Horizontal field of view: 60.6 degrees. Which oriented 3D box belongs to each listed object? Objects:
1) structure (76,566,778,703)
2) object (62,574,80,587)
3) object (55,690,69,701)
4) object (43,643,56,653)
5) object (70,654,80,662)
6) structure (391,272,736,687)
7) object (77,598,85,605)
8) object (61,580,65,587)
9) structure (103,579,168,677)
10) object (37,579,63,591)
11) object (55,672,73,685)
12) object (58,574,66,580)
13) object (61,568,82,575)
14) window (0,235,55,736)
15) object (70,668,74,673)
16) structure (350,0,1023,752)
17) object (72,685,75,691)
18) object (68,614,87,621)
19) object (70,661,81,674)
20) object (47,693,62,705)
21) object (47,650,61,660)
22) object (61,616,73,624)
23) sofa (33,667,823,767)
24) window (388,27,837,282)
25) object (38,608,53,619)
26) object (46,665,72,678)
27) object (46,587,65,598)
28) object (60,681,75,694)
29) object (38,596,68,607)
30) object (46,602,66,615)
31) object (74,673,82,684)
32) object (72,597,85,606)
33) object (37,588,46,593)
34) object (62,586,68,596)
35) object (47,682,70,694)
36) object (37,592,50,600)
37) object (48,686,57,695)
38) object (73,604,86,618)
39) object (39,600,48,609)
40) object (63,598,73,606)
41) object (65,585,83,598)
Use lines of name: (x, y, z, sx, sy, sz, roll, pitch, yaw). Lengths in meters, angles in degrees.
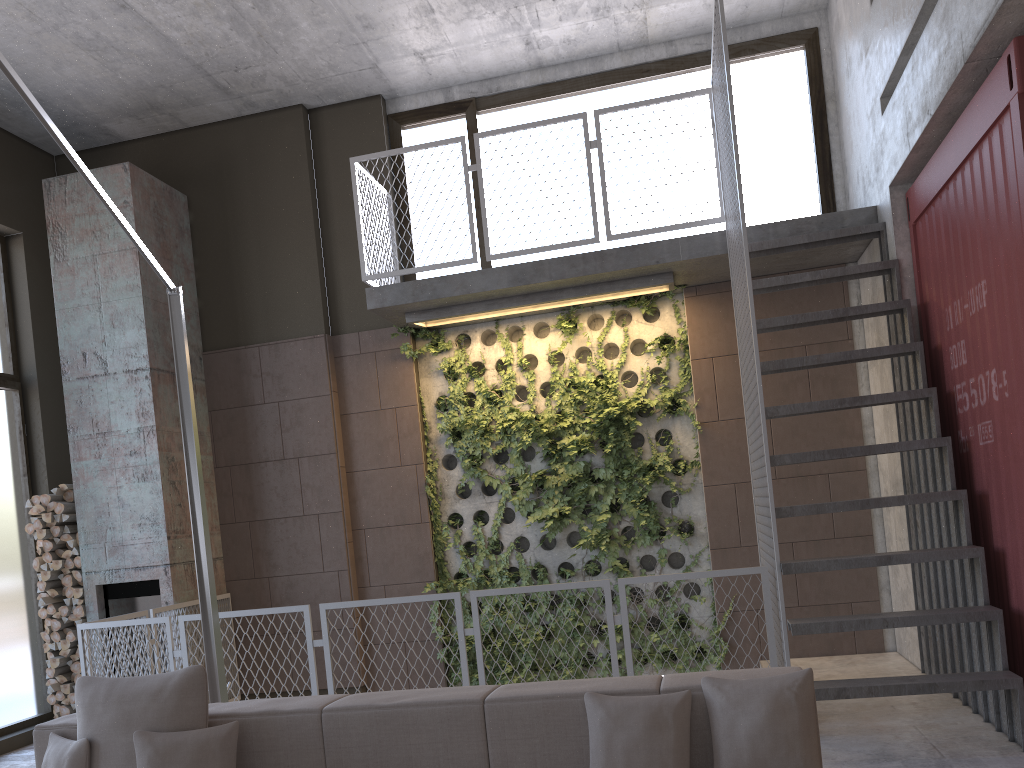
structure: (-0.485, 1.889, 6.287, 4.442, 0.929, 1.939, -8, -7, 12)
object: (-3.613, 1.626, 7.314, 0.099, 0.106, 0.296, -7, -7, 10)
object: (-3.670, 2.591, 7.434, 0.091, 0.088, 0.458, -7, -8, 12)
object: (-3.798, 2.200, 7.457, 0.080, 0.106, 0.439, -6, -8, 11)
object: (-3.547, 2.266, 7.346, 0.089, 0.056, 0.334, -7, -8, 12)
structure: (0.426, 0.932, 7.131, 2.636, 3.804, 1.004, -6, -1, 12)
object: (-3.489, 1.787, 7.252, 0.063, 0.047, 0.252, -7, -8, 10)
object: (-3.693, 1.683, 7.469, 0.104, 0.101, 0.294, -7, -8, 12)
structure: (-3.019, 2.064, 7.148, 0.578, 0.923, 0.056, -6, 0, 12)
object: (-3.799, 1.683, 7.405, 0.091, 0.088, 0.458, -7, -8, 13)
object: (-3.665, 2.463, 7.435, 0.115, 0.079, 0.438, -7, -8, 12)
object: (-3.669, 1.606, 7.383, 0.064, 0.074, 0.361, -7, -8, 13)
object: (-3.619, 1.556, 7.345, 0.089, 0.056, 0.334, -7, -8, 12)
window: (-5.045, 0.220, 3.041, 0.210, 4.131, 9.272, -6, -7, 10)
object: (-3.620, 2.393, 7.470, 0.104, 0.101, 0.294, -7, -8, 12)
structure: (0.714, 0.149, 5.915, 3.696, 4.295, 3.045, -7, -3, 11)
object: (-3.522, 2.524, 7.385, 0.067, 0.066, 0.425, -7, -8, 12)
object: (-3.546, 1.931, 7.360, 0.122, 0.067, 0.366, -7, -8, 12)
object: (-3.540, 2.336, 7.315, 0.099, 0.106, 0.296, -7, -7, 10)
object: (-3.752, 2.630, 7.448, 0.092, 0.091, 0.440, -7, -8, 12)
object: (-3.798, 2.304, 7.470, 0.070, 0.117, 0.367, -6, -8, 11)
object: (-3.643, 1.958, 7.385, 0.064, 0.074, 0.362, -6, -8, 9)
sofa: (-0.667, 1.407, 2.045, 3.007, 0.780, 3.032, -7, -8, 11)
window: (0.758, -1.685, 7.280, 3.578, 1.744, 0.110, -7, 0, 12)
object: (-3.825, 1.920, 7.447, 0.092, 0.091, 0.440, -7, -8, 12)
object: (-3.727, 2.393, 7.406, 0.091, 0.088, 0.458, -7, -8, 13)
object: (-3.737, 1.753, 7.435, 0.115, 0.079, 0.438, -7, -8, 12)
object: (-3.597, 2.524, 7.398, 0.094, 0.083, 0.483, -7, -8, 12)
object: (-3.776, 1.798, 7.332, 0.071, 0.072, 0.425, -7, -8, 12)
object: (-3.742, 1.880, 7.434, 0.091, 0.088, 0.458, -7, -8, 12)
object: (-3.493, 2.441, 7.383, 0.092, 0.092, 0.440, -7, -8, 12)
object: (-3.516, 1.802, 7.367, 0.067, 0.066, 0.425, -7, -8, 12)
object: (-3.849, 1.713, 7.447, 0.067, 0.070, 0.426, -7, -8, 12)
object: (-3.637, 1.729, 7.424, 0.101, 0.086, 0.365, -7, -8, 12)
object: (-3.704, 2.508, 7.333, 0.071, 0.072, 0.425, -7, -8, 12)
object: (-3.838, 1.776, 7.418, 0.122, 0.067, 0.366, -7, -8, 10)
object: (-3.742, 2.559, 7.427, 0.067, 0.084, 0.427, -7, -8, 13)
object: (-3.489, 1.863, 7.254, 0.101, 0.102, 0.295, -7, -8, 10)
object: (-3.814, 1.849, 7.427, 0.067, 0.084, 0.427, -7, -8, 13)
object: (-3.595, 1.814, 7.384, 0.067, 0.066, 0.425, -7, -8, 12)
object: (-3.565, 1.731, 7.383, 0.092, 0.092, 0.440, -7, -8, 12)
